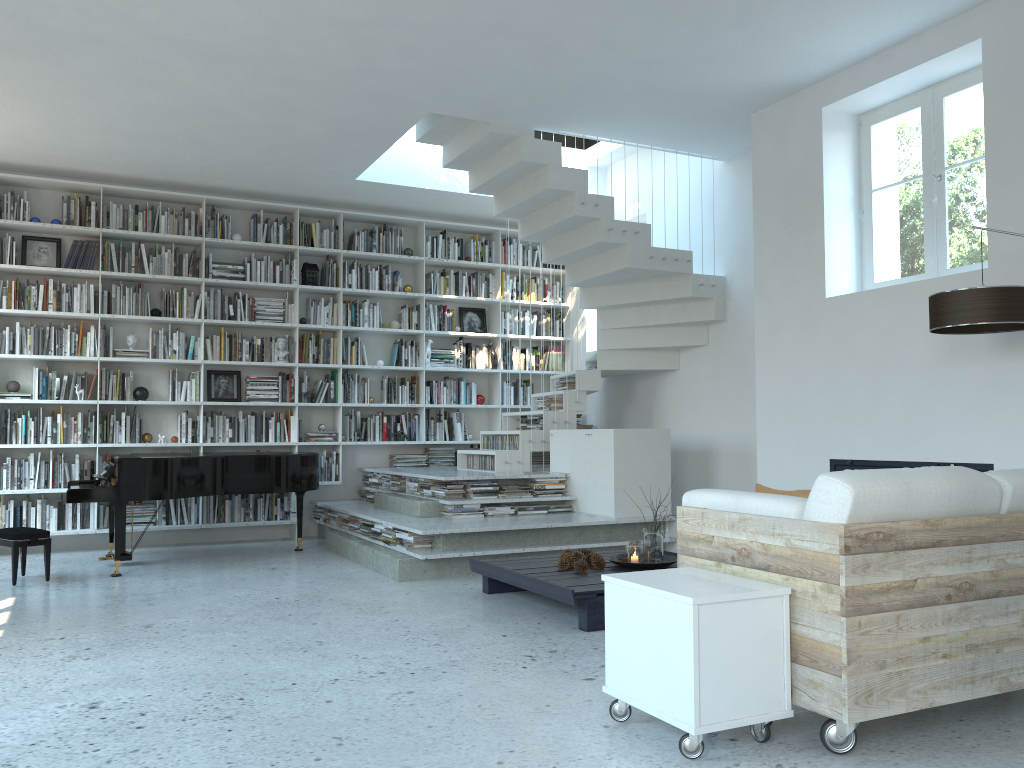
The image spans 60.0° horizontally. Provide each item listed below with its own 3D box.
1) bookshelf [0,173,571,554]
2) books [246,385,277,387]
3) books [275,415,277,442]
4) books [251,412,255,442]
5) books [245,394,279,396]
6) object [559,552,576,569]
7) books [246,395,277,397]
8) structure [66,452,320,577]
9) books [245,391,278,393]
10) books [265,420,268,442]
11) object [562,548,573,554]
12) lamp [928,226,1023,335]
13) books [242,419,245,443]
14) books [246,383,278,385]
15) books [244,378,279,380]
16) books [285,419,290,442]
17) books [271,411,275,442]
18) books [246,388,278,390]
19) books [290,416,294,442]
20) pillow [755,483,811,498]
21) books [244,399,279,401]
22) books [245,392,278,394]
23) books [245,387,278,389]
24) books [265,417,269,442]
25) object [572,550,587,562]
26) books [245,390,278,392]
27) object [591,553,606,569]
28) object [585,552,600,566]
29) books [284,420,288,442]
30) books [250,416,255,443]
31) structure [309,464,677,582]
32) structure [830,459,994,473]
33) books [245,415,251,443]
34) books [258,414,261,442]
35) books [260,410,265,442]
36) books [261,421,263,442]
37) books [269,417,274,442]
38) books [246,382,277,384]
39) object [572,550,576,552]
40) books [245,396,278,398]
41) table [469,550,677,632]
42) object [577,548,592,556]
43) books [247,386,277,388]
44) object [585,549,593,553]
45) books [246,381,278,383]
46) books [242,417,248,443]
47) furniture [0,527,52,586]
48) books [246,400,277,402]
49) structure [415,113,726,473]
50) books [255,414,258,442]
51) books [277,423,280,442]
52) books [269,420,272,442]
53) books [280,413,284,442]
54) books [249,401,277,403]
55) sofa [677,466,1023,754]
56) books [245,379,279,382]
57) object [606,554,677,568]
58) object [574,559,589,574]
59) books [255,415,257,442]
[{"bbox_3d":[-2.249,-0.098,8.290,6.297,3.140,0.330,1,-3,-26],"label":"bookshelf"},{"bbox_3d":[-2.345,0.018,8.305,0.254,0.012,0.161,2,-4,-29],"label":"books"},{"bbox_3d":[-2.237,0.421,8.349,0.014,0.256,0.145,1,-3,-26],"label":"books"},{"bbox_3d":[-2.414,0.402,8.267,0.014,0.286,0.134,1,-3,-26],"label":"books"},{"bbox_3d":[-2.348,0.102,8.308,0.285,0.012,0.159,1,-4,-26],"label":"books"},{"bbox_3d":[0.317,1.024,5.137,0.110,0.101,0.114,3,-4,-44],"label":"object"},{"bbox_3d":[-2.343,0.113,8.297,0.254,0.012,0.161,2,-4,-31],"label":"books"},{"bbox_3d":[-2.429,0.966,6.973,1.918,0.832,1.335,1,-3,-26],"label":"structure"},{"bbox_3d":[-2.346,0.078,8.305,0.285,0.012,0.159,1,-4,-24],"label":"books"},{"bbox_3d":[-2.313,0.442,8.290,0.024,0.207,0.183,1,-3,-26],"label":"books"},{"bbox_3d":[0.331,1.015,5.220,0.090,0.106,0.097,0,-3,-5],"label":"object"},{"bbox_3d":[2.599,0.193,3.780,0.470,1.964,1.559,2,-4,-41],"label":"lamp"},{"bbox_3d":[-2.502,0.432,8.217,0.025,0.220,0.140,1,-3,-26],"label":"books"},{"bbox_3d":[-2.345,0.006,8.304,0.254,0.012,0.161,2,-4,-30],"label":"books"},{"bbox_3d":[-2.344,-0.043,8.304,0.285,0.012,0.159,2,-4,-31],"label":"books"},{"bbox_3d":[-2.125,0.442,8.379,0.011,0.216,0.166,1,-3,-26],"label":"books"},{"bbox_3d":[-2.247,0.401,8.337,0.014,0.293,0.137,1,-3,-26],"label":"books"},{"bbox_3d":[-2.343,0.054,8.300,0.254,0.012,0.161,2,-4,-31],"label":"books"},{"bbox_3d":[-2.093,0.427,8.389,0.033,0.246,0.176,1,-3,-26],"label":"books"},{"bbox_3d":[1.012,0.515,3.095,0.200,0.339,0.463,1,-3,-32],"label":"pillow"},{"bbox_3d":[-2.343,0.149,8.295,0.285,0.012,0.159,2,-4,-31],"label":"books"},{"bbox_3d":[-2.347,0.090,8.306,0.285,0.012,0.159,1,-4,-25],"label":"books"},{"bbox_3d":[-2.343,0.042,8.300,0.285,0.012,0.159,1,-4,-21],"label":"books"},{"bbox_3d":[-2.301,0.429,8.309,0.014,0.235,0.154,1,-3,-26],"label":"books"},{"bbox_3d":[0.385,1.020,5.164,0.094,0.108,0.108,-2,-3,31],"label":"object"},{"bbox_3d":[-2.343,0.066,8.299,0.285,0.012,0.159,1,-4,-21],"label":"books"},{"bbox_3d":[0.496,1.023,5.103,0.083,0.100,0.092,1,-3,-21],"label":"object"},{"bbox_3d":[0.465,1.030,5.207,0.106,0.086,0.091,0,-3,-12],"label":"object"},{"bbox_3d":[-2.148,0.443,8.366,0.042,0.212,0.169,1,-3,-26],"label":"books"},{"bbox_3d":[-2.421,0.420,8.236,0.026,0.245,0.191,1,-3,-26],"label":"books"},{"bbox_3d":[-0.091,1.095,7.781,2.899,0.659,3.114,1,-4,-26],"label":"structure"},{"bbox_3d":[2.565,0.739,5.205,0.735,0.584,1.211,1,-4,-30],"label":"structure"},{"bbox_3d":[-2.456,0.417,8.249,0.025,0.254,0.136,1,-3,-26],"label":"books"},{"bbox_3d":[-2.366,0.412,8.264,0.028,0.264,0.161,1,-3,-26],"label":"books"},{"bbox_3d":[-2.331,0.397,8.287,0.012,0.296,0.178,1,-3,-26],"label":"books"},{"bbox_3d":[-2.350,0.444,8.286,0.021,0.202,0.128,1,-3,-26],"label":"books"},{"bbox_3d":[-2.258,0.430,8.317,0.023,0.234,0.175,1,-3,-26],"label":"books"},{"bbox_3d":[-2.346,-0.006,8.306,0.254,0.012,0.161,2,-4,-29],"label":"books"},{"bbox_3d":[0.382,1.046,5.365,0.078,0.084,0.098,1,-3,-26],"label":"object"},{"bbox_3d":[-2.343,0.125,8.296,0.285,0.012,0.159,1,-4,-21],"label":"books"},{"bbox_3d":[0.580,1.155,5.146,1.270,0.218,1.258,1,-4,-26],"label":"table"},{"bbox_3d":[0.437,1.025,5.270,0.099,0.102,0.097,-2,-3,34],"label":"object"},{"bbox_3d":[-2.345,0.030,8.305,0.254,0.012,0.161,1,-4,-23],"label":"books"},{"bbox_3d":[0.468,1.036,5.325,0.078,0.101,0.086,-2,-4,38],"label":"object"},{"bbox_3d":[-2.345,-0.019,8.305,0.254,0.012,0.161,2,-4,-30],"label":"books"},{"bbox_3d":[-2.475,0.424,8.223,0.031,0.237,0.159,1,-3,-26],"label":"books"},{"bbox_3d":[-3.312,1.144,5.961,0.467,0.353,0.240,-3,-4,39],"label":"furniture"},{"bbox_3d":[-2.346,0.162,8.301,0.254,0.012,0.161,1,-4,-24],"label":"books"},{"bbox_3d":[0.193,-0.615,7.575,2.614,3.380,1.955,1,-3,-26],"label":"structure"},{"bbox_3d":[-2.386,0.414,8.262,0.010,0.261,0.181,1,-3,-26],"label":"books"},{"bbox_3d":[-2.210,0.456,8.334,0.023,0.183,0.169,1,-3,-26],"label":"books"},{"bbox_3d":[-2.279,0.444,8.306,0.023,0.204,0.167,1,-3,-26],"label":"books"},{"bbox_3d":[-2.184,0.413,8.362,0.026,0.272,0.175,1,-3,-26],"label":"books"},{"bbox_3d":[-2.344,0.174,8.296,0.254,0.012,0.161,2,-4,-30],"label":"books"},{"bbox_3d":[1.758,0.727,3.442,2.195,0.854,0.871,1,-3,-26],"label":"sofa"},{"bbox_3d":[-2.347,-0.031,8.310,0.285,0.012,0.159,1,-4,-24],"label":"books"},{"bbox_3d":[0.764,1.035,5.174,0.429,0.038,0.430,-1,-3,14],"label":"object"},{"bbox_3d":[0.387,1.018,4.933,0.081,0.083,0.098,1,-3,-21],"label":"object"},{"bbox_3d":[-2.400,0.419,8.266,0.011,0.251,0.158,1,-3,-26],"label":"books"}]
